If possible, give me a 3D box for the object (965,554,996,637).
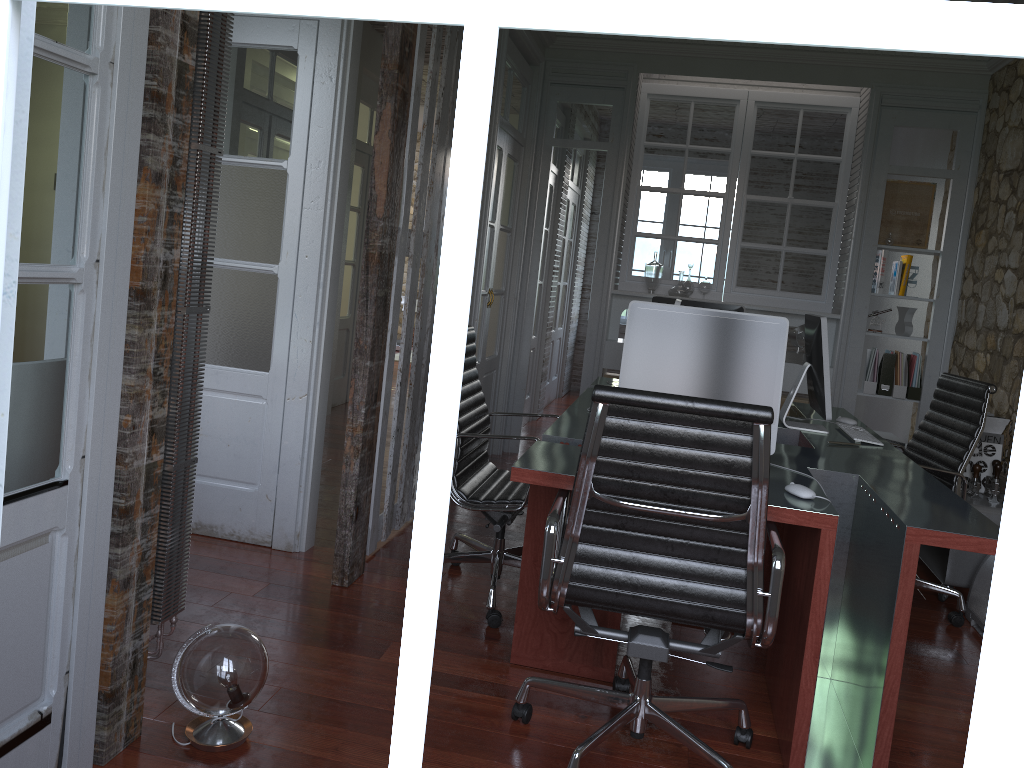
[{"bbox_3d":[2.098,0.852,3.568,0.363,0.385,0.402,7,6,10],"label":"object"}]

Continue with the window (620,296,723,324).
[{"bbox_3d":[1.710,-1.512,9.734,1.541,1.931,0.127,7,4,11],"label":"window"}]

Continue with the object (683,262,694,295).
[{"bbox_3d":[1.220,-0.706,6.110,0.088,0.270,0.088,7,5,5],"label":"object"}]

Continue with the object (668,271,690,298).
[{"bbox_3d":[1.140,-0.665,6.006,0.148,0.199,0.149,6,5,-7],"label":"object"}]

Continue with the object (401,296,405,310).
[{"bbox_3d":[-1.437,-1.094,12.050,0.173,0.192,0.172,7,6,10],"label":"object"}]

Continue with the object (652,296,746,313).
[{"bbox_3d":[0.885,-0.169,4.340,0.486,0.483,0.189,10,6,35],"label":"object"}]

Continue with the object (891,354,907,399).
[{"bbox_3d":[2.535,-0.057,5.790,0.079,0.277,0.239,8,6,16],"label":"object"}]

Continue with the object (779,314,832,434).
[{"bbox_3d":[1.274,-0.054,3.782,0.190,0.483,0.485,7,6,10],"label":"object"}]

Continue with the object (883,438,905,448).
[{"bbox_3d":[2.464,0.379,5.898,0.237,0.040,0.295,1,9,-33],"label":"object"}]

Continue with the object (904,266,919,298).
[{"bbox_3d":[2.624,-0.693,5.802,0.078,0.248,0.116,7,5,10],"label":"object"}]

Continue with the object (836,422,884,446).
[{"bbox_3d":[1.460,0.208,3.733,0.119,0.017,0.441,8,7,10],"label":"object"}]

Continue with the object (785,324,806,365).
[{"bbox_3d":[1.912,-0.273,5.883,0.188,0.271,0.167,1,7,-44],"label":"object"}]

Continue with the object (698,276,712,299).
[{"bbox_3d":[1.335,-0.655,6.137,0.094,0.187,0.095,5,5,-15],"label":"object"}]

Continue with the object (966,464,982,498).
[{"bbox_3d":[2.145,0.444,4.098,0.048,0.152,0.088,7,5,5],"label":"object"}]

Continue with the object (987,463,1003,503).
[{"bbox_3d":[2.207,0.447,4.038,0.048,0.175,0.088,8,5,21],"label":"object"}]

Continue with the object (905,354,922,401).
[{"bbox_3d":[2.625,-0.047,5.789,0.078,0.277,0.239,7,6,14],"label":"object"}]

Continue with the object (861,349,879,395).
[{"bbox_3d":[2.371,-0.082,5.846,0.079,0.277,0.239,8,6,18],"label":"object"}]

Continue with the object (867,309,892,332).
[{"bbox_3d":[2.372,-0.425,5.783,0.178,0.160,0.092,11,7,38],"label":"object"}]

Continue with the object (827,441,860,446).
[{"bbox_3d":[1.293,0.231,3.445,0.149,0.011,0.011,4,6,-14],"label":"object"}]

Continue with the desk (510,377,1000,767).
[{"bbox_3d":[0.834,0.537,3.579,1.302,0.724,2.517,7,7,10],"label":"desk"}]

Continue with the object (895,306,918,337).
[{"bbox_3d":[2.563,-0.406,5.774,0.063,0.187,0.127,5,5,-17],"label":"object"}]

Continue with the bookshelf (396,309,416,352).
[{"bbox_3d":[-1.138,-0.691,12.091,1.402,0.548,0.401,8,5,11],"label":"bookshelf"}]

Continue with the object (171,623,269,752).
[{"bbox_3d":[-0.749,0.796,2.263,0.234,0.381,0.221,5,5,-11],"label":"object"}]

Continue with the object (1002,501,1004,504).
[{"bbox_3d":[2.273,0.405,3.973,0.095,0.287,0.095,4,5,-30],"label":"object"}]

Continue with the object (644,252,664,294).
[{"bbox_3d":[0.976,-0.757,6.116,0.129,0.314,0.129,10,6,35],"label":"object"}]

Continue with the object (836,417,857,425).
[{"bbox_3d":[1.531,0.168,4.053,0.059,0.028,0.107,3,8,-28],"label":"object"}]

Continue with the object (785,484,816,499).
[{"bbox_3d":[0.802,0.296,2.467,0.059,0.028,0.107,4,8,-21],"label":"object"}]

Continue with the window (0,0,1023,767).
[{"bbox_3d":[0.378,-0.412,0.375,1.529,1.976,0.127,7,4,11],"label":"window"}]

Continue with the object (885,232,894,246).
[{"bbox_3d":[2.431,-0.933,5.694,0.056,0.089,0.056,7,5,13],"label":"object"}]

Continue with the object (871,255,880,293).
[{"bbox_3d":[2.363,-0.728,5.851,0.078,0.248,0.116,7,5,10],"label":"object"}]

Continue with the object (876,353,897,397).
[{"bbox_3d":[2.461,-0.071,5.841,0.078,0.277,0.246,7,6,15],"label":"object"}]

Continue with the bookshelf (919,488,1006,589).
[{"bbox_3d":[2.234,0.713,4.482,0.436,0.457,1.199,7,7,10],"label":"bookshelf"}]

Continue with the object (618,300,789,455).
[{"bbox_3d":[0.575,0.008,2.731,0.484,0.483,0.190,7,5,11],"label":"object"}]

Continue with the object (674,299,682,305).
[{"bbox_3d":[0.689,-0.128,3.867,0.190,0.483,0.485,7,6,10],"label":"object"}]
